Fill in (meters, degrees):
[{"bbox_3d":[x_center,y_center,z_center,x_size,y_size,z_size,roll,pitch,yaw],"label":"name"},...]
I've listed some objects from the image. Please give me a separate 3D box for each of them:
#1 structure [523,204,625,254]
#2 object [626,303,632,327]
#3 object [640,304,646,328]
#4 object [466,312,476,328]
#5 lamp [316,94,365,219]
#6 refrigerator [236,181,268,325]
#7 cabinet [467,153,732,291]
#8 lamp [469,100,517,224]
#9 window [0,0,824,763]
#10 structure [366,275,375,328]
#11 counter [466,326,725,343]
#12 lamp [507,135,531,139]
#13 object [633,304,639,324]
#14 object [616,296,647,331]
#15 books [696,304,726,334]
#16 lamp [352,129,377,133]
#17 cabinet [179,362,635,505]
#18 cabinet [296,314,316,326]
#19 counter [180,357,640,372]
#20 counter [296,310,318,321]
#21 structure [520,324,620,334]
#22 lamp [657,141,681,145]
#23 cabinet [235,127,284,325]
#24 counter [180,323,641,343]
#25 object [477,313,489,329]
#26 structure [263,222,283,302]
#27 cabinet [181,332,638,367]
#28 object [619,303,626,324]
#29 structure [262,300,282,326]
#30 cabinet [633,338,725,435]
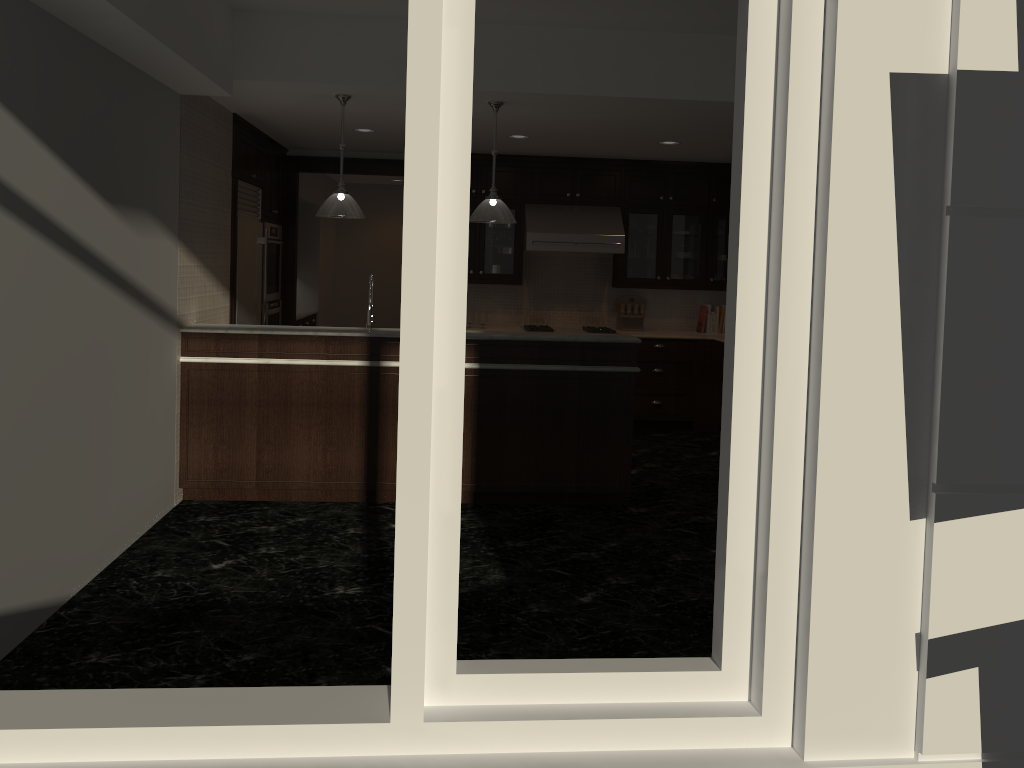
[{"bbox_3d":[0.583,-1.515,8.552,0.930,0.475,0.644,1,6,-4],"label":"structure"},{"bbox_3d":[1.168,-0.689,8.840,0.061,0.236,0.061,0,3,-34],"label":"object"},{"bbox_3d":[1.306,-0.687,8.851,0.061,0.236,0.061,-1,4,-40],"label":"object"},{"bbox_3d":[-0.412,-0.627,8.617,0.112,0.150,0.113,1,4,-12],"label":"object"},{"bbox_3d":[-1.098,-1.470,5.701,0.317,0.780,0.319,2,3,10],"label":"lamp"},{"bbox_3d":[-2.441,-0.575,7.213,0.687,2.113,0.894,2,3,-4],"label":"refrigerator"},{"bbox_3d":[0.935,-1.450,7.741,3.365,1.249,2.325,1,7,-4],"label":"cabinet"},{"bbox_3d":[-0.116,-1.449,5.770,0.317,0.780,0.319,2,3,10],"label":"lamp"},{"bbox_3d":[-0.562,-0.397,1.697,2.309,2.193,0.153,1,2,-5],"label":"window"},{"bbox_3d":[-0.962,-0.482,6.022,0.051,0.528,0.245,2,3,-5],"label":"structure"},{"bbox_3d":[0.899,-0.382,7.780,3.366,0.032,2.333,1,8,-4],"label":"counter"},{"bbox_3d":[0.057,-2.107,7.296,0.198,0.136,0.199,-3,8,-39],"label":"lamp"},{"bbox_3d":[1.240,-0.694,8.845,0.061,0.225,0.061,0,3,-34],"label":"object"},{"bbox_3d":[1.204,-0.709,8.852,0.316,0.348,0.111,1,3,-4],"label":"object"},{"bbox_3d":[2.181,-0.667,8.916,0.603,0.310,0.195,1,4,-5],"label":"books"},{"bbox_3d":[-1.203,-2.133,7.208,0.197,0.136,0.199,2,6,1],"label":"lamp"},{"bbox_3d":[-0.662,0.248,6.041,2.846,0.909,1.033,1,5,-4],"label":"cabinet"},{"bbox_3d":[-2.323,-0.361,9.784,0.057,0.742,1.805,2,7,-4],"label":"cabinet"},{"bbox_3d":[-0.652,-0.191,6.019,2.867,0.032,1.062,1,8,-4],"label":"counter"},{"bbox_3d":[-2.638,-0.757,9.746,0.708,0.032,1.870,1,8,-4],"label":"counter"},{"bbox_3d":[0.542,-0.131,8.583,0.905,0.834,0.724,1,5,-4],"label":"structure"},{"bbox_3d":[1.317,-2.080,7.384,0.198,0.136,0.198,5,7,31],"label":"lamp"},{"bbox_3d":[-2.457,-0.877,7.615,0.756,2.411,1.854,2,4,-4],"label":"cabinet"},{"bbox_3d":[-0.614,-0.324,5.650,2.853,0.032,0.330,1,8,-4],"label":"counter"},{"bbox_3d":[-0.279,-0.612,8.540,0.112,0.150,0.113,1,4,-12],"label":"object"},{"bbox_3d":[-2.447,-1.121,8.078,0.613,0.698,0.763,1,5,-4],"label":"structure"},{"bbox_3d":[-0.627,-0.233,5.653,2.835,0.152,0.295,1,7,-4],"label":"cabinet"},{"bbox_3d":[1.103,-0.695,8.835,0.061,0.228,0.061,1,3,-22],"label":"object"},{"bbox_3d":[-2.509,-0.569,8.097,0.665,0.387,0.768,1,7,-4],"label":"structure"},{"bbox_3d":[0.885,0.073,7.799,3.366,0.876,2.333,1,7,-4],"label":"cabinet"}]
